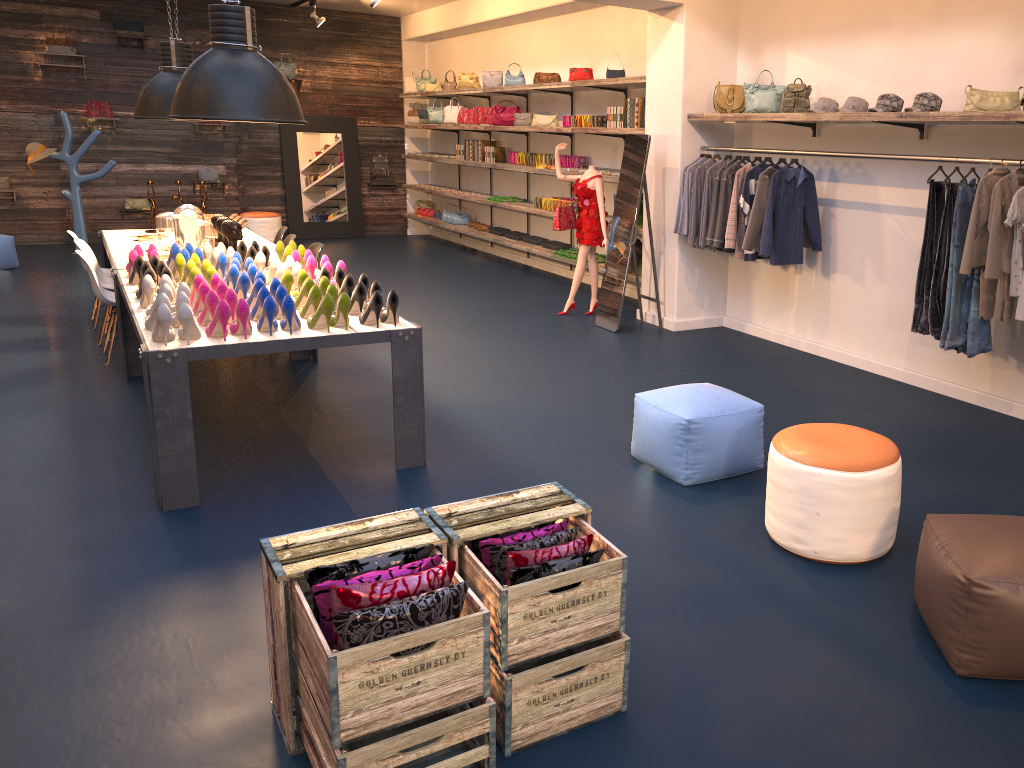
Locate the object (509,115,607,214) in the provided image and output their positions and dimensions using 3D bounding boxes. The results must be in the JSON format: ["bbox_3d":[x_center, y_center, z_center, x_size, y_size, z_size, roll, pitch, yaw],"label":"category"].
[{"bbox_3d":[0.500,-2.652,10.484,0.490,1.118,2.532,-6,17,-26],"label":"object"}]

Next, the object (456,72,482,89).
[{"bbox_3d":[-0.603,-4.174,11.959,0.352,0.230,0.212,7,15,18],"label":"object"}]

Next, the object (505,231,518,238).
[{"bbox_3d":[-0.004,-1.996,11.578,0.201,0.086,0.062,-7,16,-29],"label":"object"}]

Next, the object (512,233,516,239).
[{"bbox_3d":[0.084,-1.945,11.410,0.201,0.086,0.062,-7,16,-29],"label":"object"}]

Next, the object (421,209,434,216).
[{"bbox_3d":[-1.365,-2.786,14.098,0.218,0.117,0.092,2,14,3],"label":"object"}]

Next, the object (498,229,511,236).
[{"bbox_3d":[-0.094,-2.049,11.751,0.201,0.086,0.062,-7,16,-29],"label":"object"}]

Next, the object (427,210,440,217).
[{"bbox_3d":[-1.256,-2.736,13.939,0.218,0.117,0.092,3,14,3],"label":"object"}]

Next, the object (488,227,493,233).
[{"bbox_3d":[-0.240,-2.134,12.030,0.201,0.086,0.062,-7,16,-29],"label":"object"}]

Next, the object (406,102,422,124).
[{"bbox_3d":[-1.517,-4.346,13.923,0.341,0.330,0.173,5,14,13],"label":"object"}]

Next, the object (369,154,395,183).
[{"bbox_3d":[-2.138,-3.526,14.217,0.386,0.454,0.219,-7,15,-30],"label":"object"}]

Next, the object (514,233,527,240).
[{"bbox_3d":[0.112,-1.928,11.356,0.201,0.086,0.062,-7,16,-29],"label":"object"}]

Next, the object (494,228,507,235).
[{"bbox_3d":[-0.152,-2.083,11.862,0.201,0.086,0.062,-7,16,-29],"label":"object"}]

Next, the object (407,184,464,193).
[{"bbox_3d":[-1.204,-3.063,13.579,0.379,0.024,1.761,-6,18,-26],"label":"object"}]

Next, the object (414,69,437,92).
[{"bbox_3d":[-1.342,-4.714,13.524,0.356,0.361,0.184,4,13,12],"label":"object"}]

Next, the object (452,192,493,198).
[{"bbox_3d":[-0.584,-2.703,12.394,0.382,0.029,0.833,-6,18,-27],"label":"object"}]

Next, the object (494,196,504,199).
[{"bbox_3d":[-0.127,-2.457,11.500,0.252,0.067,0.079,-5,16,-24],"label":"object"}]

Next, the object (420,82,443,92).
[{"bbox_3d":[-1.248,-4.542,13.292,0.345,0.171,0.246,8,16,22],"label":"object"}]

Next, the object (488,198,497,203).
[{"bbox_3d":[-0.221,-2.433,11.502,0.254,0.057,0.078,-9,18,-34],"label":"object"}]

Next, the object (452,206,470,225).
[{"bbox_3d":[-0.760,-2.516,12.941,0.273,0.278,0.098,2,13,4],"label":"object"}]

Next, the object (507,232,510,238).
[{"bbox_3d":[0.025,-1.980,11.524,0.201,0.086,0.062,-7,16,-29],"label":"object"}]

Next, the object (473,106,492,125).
[{"bbox_3d":[-0.390,-3.596,11.618,0.298,0.246,0.146,10,16,31],"label":"object"}]

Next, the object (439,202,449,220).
[{"bbox_3d":[-1.032,-2.685,13.514,0.201,0.275,0.059,1,12,-1],"label":"object"}]

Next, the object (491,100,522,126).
[{"bbox_3d":[-0.077,-3.495,11.203,0.373,0.332,0.281,-11,18,-39],"label":"object"}]

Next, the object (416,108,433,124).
[{"bbox_3d":[-1.282,-4.163,13.498,0.409,0.228,0.184,4,14,7],"label":"object"}]

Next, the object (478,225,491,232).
[{"bbox_3d":[-0.366,-2.197,12.235,0.230,0.081,0.219,-10,20,-38],"label":"object"}]

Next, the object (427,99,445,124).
[{"bbox_3d":[-1.104,-4.091,13.022,0.356,0.361,0.184,4,13,12],"label":"object"}]

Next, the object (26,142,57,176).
[{"bbox_3d":[-5.997,-2.863,11.096,0.362,0.435,0.333,-8,16,-32],"label":"object"}]

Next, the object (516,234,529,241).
[{"bbox_3d":[0.142,-1.911,11.300,0.201,0.086,0.062,-7,16,-29],"label":"object"}]

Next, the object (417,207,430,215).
[{"bbox_3d":[-1.455,-2.838,14.271,0.218,0.117,0.092,2,14,3],"label":"object"}]

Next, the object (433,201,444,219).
[{"bbox_3d":[-1.149,-2.753,13.737,0.201,0.275,0.059,1,12,-1],"label":"object"}]

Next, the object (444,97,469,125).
[{"bbox_3d":[-0.804,-3.971,12.615,0.403,0.380,0.206,7,14,21],"label":"object"}]

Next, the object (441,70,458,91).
[{"bbox_3d":[-0.900,-4.408,12.629,0.274,0.295,0.111,9,15,30],"label":"object"}]

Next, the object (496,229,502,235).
[{"bbox_3d":[-0.124,-2.066,11.807,0.201,0.086,0.062,-7,16,-29],"label":"object"}]

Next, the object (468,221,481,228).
[{"bbox_3d":[-0.534,-2.333,12.687,0.223,0.081,0.227,-3,16,-17],"label":"object"}]

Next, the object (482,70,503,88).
[{"bbox_3d":[-0.249,-3.989,11.366,0.268,0.226,0.082,4,13,11],"label":"object"}]

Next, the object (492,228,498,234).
[{"bbox_3d":[-0.181,-2.100,11.919,0.201,0.086,0.062,-7,16,-29],"label":"object"}]

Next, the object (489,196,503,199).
[{"bbox_3d":[-0.193,-2.478,11.562,0.253,0.062,0.079,-6,16,-26],"label":"object"}]

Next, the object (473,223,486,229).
[{"bbox_3d":[-0.439,-2.266,12.467,0.230,0.081,0.219,-11,20,-38],"label":"object"}]

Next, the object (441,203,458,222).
[{"bbox_3d":[-0.944,-2.616,13.266,0.278,0.278,0.097,1,13,-2],"label":"object"}]

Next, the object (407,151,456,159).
[{"bbox_3d":[-1.191,-3.595,13.625,0.519,0.059,1.430,-6,18,-26],"label":"object"}]

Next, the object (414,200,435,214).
[{"bbox_3d":[-1.453,-2.953,14.471,0.368,0.231,0.203,2,14,2],"label":"object"}]

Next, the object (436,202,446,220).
[{"bbox_3d":[-1.091,-2.721,13.633,0.207,0.275,0.058,-1,12,-10],"label":"object"}]

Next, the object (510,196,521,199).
[{"bbox_3d":[0.040,-2.454,11.509,0.079,0.072,0.256,12,18,37],"label":"object"}]

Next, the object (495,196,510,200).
[{"bbox_3d":[-0.116,-2.434,11.416,0.252,0.063,0.081,-5,16,-24],"label":"object"}]

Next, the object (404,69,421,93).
[{"bbox_3d":[-1.519,-4.849,13.935,0.436,0.380,0.191,-1,13,-8],"label":"object"}]

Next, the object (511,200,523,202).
[{"bbox_3d":[0.038,-2.385,11.367,0.254,0.057,0.078,-9,18,-34],"label":"object"}]

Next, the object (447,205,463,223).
[{"bbox_3d":[-0.853,-2.566,13.103,0.273,0.278,0.098,2,13,4],"label":"object"}]

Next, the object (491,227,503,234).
[{"bbox_3d":[-0.211,-2.118,11.976,0.201,0.086,0.062,-7,16,-29],"label":"object"}]

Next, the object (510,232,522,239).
[{"bbox_3d":[0.055,-1.963,11.468,0.201,0.086,0.062,-7,16,-29],"label":"object"}]

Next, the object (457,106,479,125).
[{"bbox_3d":[-0.596,-3.740,12.091,0.322,0.250,0.146,6,14,19],"label":"object"}]

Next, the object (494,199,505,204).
[{"bbox_3d":[-0.144,-2.389,11.355,0.254,0.057,0.078,-9,18,-34],"label":"object"}]

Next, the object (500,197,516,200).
[{"bbox_3d":[-0.050,-2.413,11.353,0.252,0.066,0.080,-5,16,-24],"label":"object"}]
